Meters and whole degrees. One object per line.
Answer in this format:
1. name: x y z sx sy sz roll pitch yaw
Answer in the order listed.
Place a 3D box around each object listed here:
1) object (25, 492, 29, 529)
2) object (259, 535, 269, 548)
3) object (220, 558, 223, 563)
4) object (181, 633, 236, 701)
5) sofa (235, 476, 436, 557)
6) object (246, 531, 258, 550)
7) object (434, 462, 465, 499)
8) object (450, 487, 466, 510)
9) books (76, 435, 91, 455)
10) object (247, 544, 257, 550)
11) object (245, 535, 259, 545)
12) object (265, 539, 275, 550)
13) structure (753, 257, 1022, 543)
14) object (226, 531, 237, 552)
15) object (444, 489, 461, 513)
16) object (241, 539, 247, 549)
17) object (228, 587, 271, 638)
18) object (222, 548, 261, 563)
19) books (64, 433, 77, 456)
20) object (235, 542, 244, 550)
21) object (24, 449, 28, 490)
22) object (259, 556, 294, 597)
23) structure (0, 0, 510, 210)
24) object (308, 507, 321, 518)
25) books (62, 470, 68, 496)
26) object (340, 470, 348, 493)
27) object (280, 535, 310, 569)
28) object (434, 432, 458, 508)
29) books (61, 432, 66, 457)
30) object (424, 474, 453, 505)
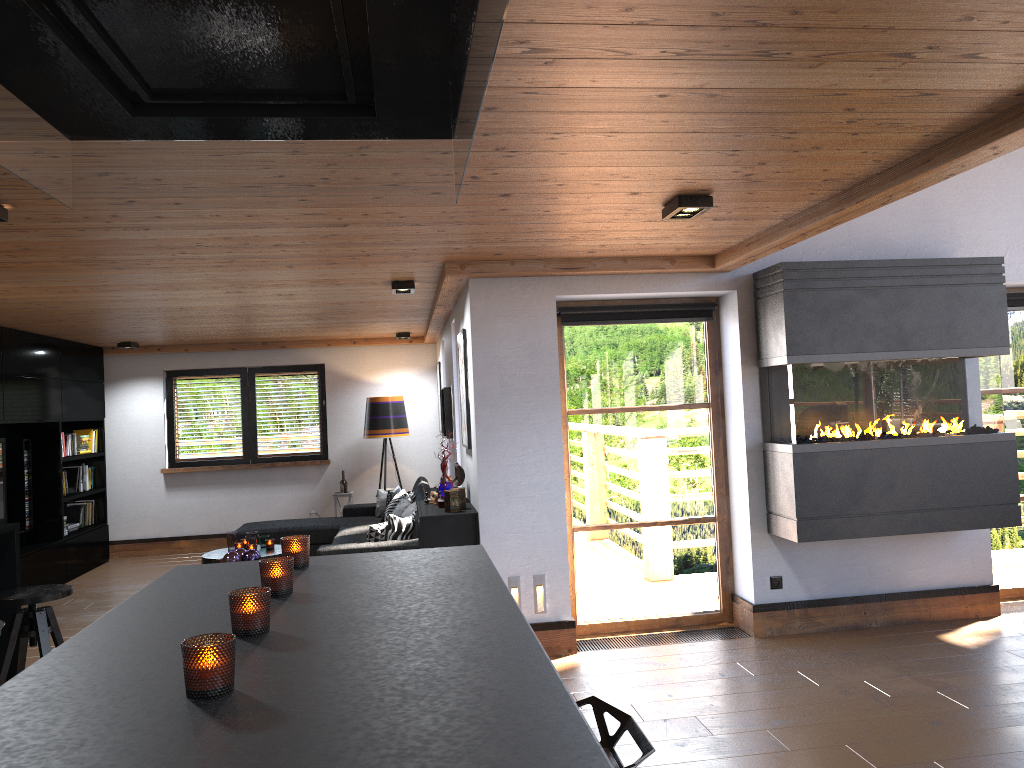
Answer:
1. object: -4.557 1.173 8.187 0.125 0.379 0.125 -2 -2 -8
2. object: -2.161 1.377 7.730 0.092 0.099 0.093 -4 -2 29
3. object: -2.217 1.391 6.859 0.079 0.081 0.079 -3 -2 7
4. object: -0.460 0.429 1.348 0.078 0.081 0.080 -4 -2 37
5. sofa: -1.612 1.380 7.946 2.095 0.819 3.077 -3 -1 -8
6. object: -2.201 1.339 7.514 0.095 0.167 0.093 -1 -2 -37
7. object: -0.437 0.680 6.143 0.210 0.270 0.286 -2 -2 -8
8. object: -0.343 0.732 5.674 0.107 0.135 0.097 -3 -2 24
9. books: -4.688 0.657 9.512 0.261 0.197 0.295 -3 -2 -5
10. object: -2.169 1.377 7.387 0.079 0.081 0.079 -3 -2 7
11. object: -2.235 1.366 7.625 0.115 0.122 0.112 -2 -2 -32
12. object: -2.078 1.378 7.614 0.079 0.081 0.079 -3 -2 7
13. structure: 2.318 0.078 5.520 1.449 1.650 0.431 -2 -2 -8
14. object: -2.392 1.349 7.569 0.095 0.167 0.093 -1 -2 -37
15. object: -0.372 0.731 5.544 0.109 0.135 0.096 -2 -2 -18
16. object: -2.318 1.391 7.711 0.079 0.081 0.079 -3 -2 7
17. object: -0.505 0.440 1.711 0.078 0.081 0.080 -4 -2 37
18. object: -2.100 1.352 6.862 0.287 0.143 0.261 -2 -2 -24
19. books: -4.687 0.636 9.224 0.183 0.232 0.283 -3 -2 -4
20. object: -2.307 1.386 7.508 0.079 0.081 0.079 -3 -2 7
21. object: -4.574 0.794 8.200 0.125 0.379 0.125 -2 -2 -8
22. object: -0.549 0.451 2.073 0.078 0.081 0.080 -4 -2 37
23. structure: -0.273 -0.623 0.092 0.713 0.476 3.238 -2 -1 -7
24. object: -2.277 1.644 10.197 0.254 0.462 0.250 -2 -2 -8
25. books: -4.627 1.000 8.959 0.210 0.270 0.236 -2 -2 -8
26. object: -1.941 1.139 10.212 0.088 0.286 0.086 -1 -3 -45
27. object: -0.594 0.461 2.435 0.078 0.081 0.080 -4 -2 37
28. object: -0.427 0.555 5.834 0.152 0.505 0.323 -2 -2 -8
29. books: -4.570 0.600 8.767 0.208 0.270 0.239 -2 -2 -8
30. object: -0.498 0.717 6.079 0.202 0.197 0.355 -3 -2 4
